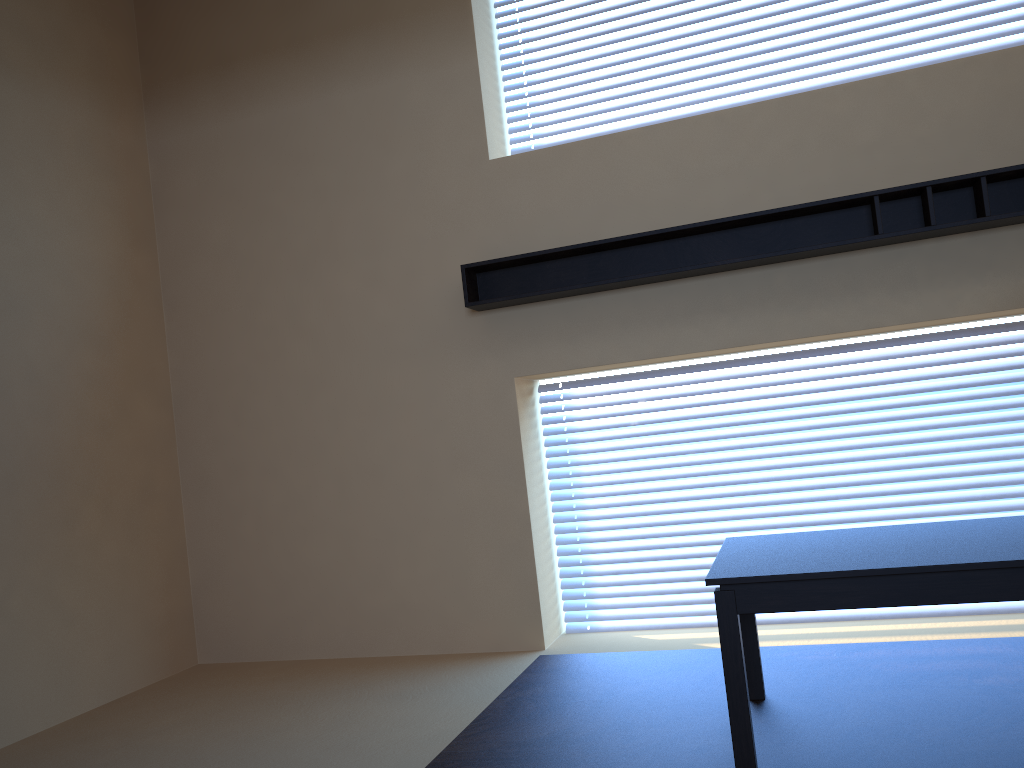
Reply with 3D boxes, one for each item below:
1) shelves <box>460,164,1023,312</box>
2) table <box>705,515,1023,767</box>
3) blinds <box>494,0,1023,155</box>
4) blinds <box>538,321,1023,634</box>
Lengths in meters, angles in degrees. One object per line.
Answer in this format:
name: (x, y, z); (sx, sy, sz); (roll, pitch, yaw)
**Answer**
shelves: (2.765, -0.923, 3.042); (6.628, 0.213, 1.249); (-8, -4, 17)
table: (1.633, 0.765, 2.741); (1.896, 0.602, 0.898); (-8, -3, 17)
blinds: (2.484, -2.217, 4.172); (5.396, 1.459, 0.039); (-8, -2, 17)
blinds: (2.775, 0.339, 4.070); (5.396, 1.366, 0.047); (-8, -2, 17)
